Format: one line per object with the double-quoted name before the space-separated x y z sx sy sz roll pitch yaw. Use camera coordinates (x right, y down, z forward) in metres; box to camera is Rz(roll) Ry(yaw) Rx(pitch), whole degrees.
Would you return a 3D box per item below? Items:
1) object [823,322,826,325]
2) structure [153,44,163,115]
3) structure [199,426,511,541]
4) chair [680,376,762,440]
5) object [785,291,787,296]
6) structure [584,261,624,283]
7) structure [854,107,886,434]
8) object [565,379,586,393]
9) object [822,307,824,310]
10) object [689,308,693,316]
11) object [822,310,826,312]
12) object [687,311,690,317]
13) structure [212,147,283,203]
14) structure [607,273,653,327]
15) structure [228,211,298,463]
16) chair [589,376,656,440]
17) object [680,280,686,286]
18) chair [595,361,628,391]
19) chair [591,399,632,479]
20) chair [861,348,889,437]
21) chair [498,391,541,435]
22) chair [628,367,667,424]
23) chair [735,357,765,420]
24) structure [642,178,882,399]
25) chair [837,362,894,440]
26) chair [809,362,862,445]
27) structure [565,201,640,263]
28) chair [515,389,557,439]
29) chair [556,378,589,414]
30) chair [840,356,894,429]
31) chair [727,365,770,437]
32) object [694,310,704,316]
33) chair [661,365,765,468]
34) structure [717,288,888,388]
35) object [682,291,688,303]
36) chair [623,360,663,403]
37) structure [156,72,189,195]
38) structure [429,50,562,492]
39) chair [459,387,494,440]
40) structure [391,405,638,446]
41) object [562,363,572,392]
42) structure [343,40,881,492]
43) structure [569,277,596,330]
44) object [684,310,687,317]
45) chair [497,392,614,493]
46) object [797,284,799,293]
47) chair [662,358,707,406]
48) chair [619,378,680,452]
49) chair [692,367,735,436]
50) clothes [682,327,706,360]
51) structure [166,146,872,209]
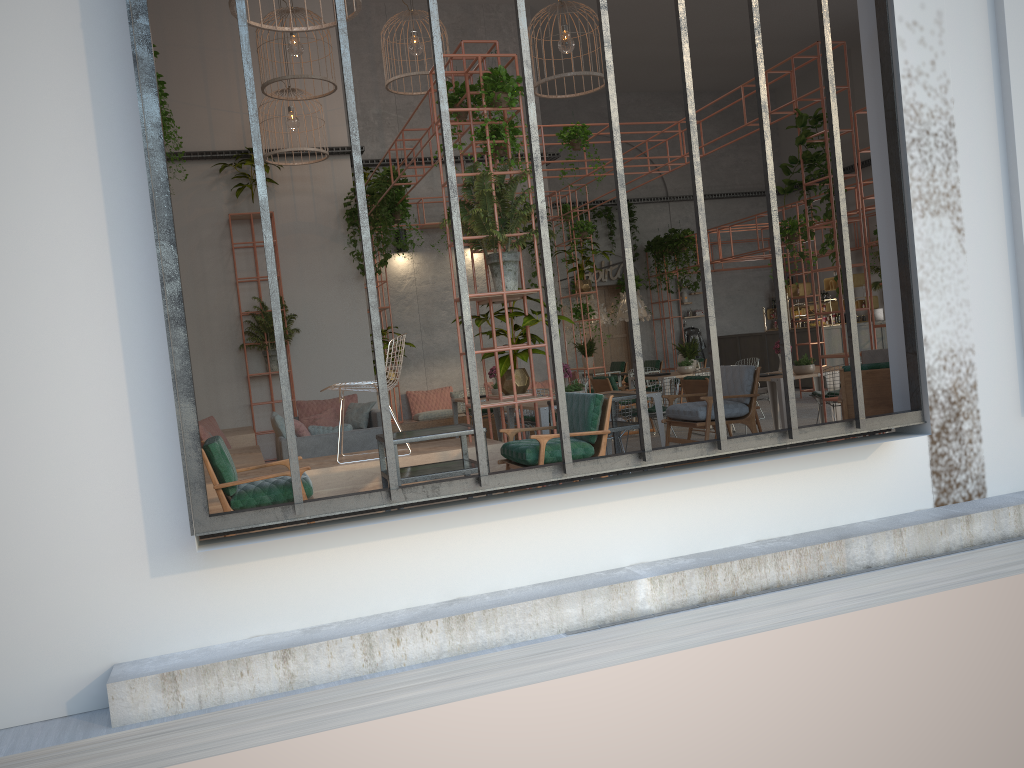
"object" 6.388 -1.257 18.286 0.240 0.104 0.073 -8 3 -36
"structure" -3.453 -2.815 7.950 0.587 0.972 0.605 -7 2 -19
"structure" -2.404 0.635 8.825 3.396 1.111 9.152 -7 2 -17
"chair" 2.465 0.335 10.484 0.685 0.917 0.722 -7 2 -17
"object" 6.742 -2.205 21.654 0.123 0.142 0.141 -7 2 -17
"structure" 2.172 -2.692 21.199 1.312 0.505 0.063 -7 2 -17
"structure" 4.186 -1.147 9.419 0.624 3.602 0.424 -7 2 -17
"object" 0.653 0.070 9.442 0.247 0.247 0.252 -7 2 -17
"object" 6.323 -1.532 18.192 0.142 0.087 0.094 -6 2 -10
"object" 4.395 -1.763 21.804 0.081 0.204 0.081 -7 2 -17
"object" 6.397 -1.512 18.236 0.152 0.058 0.095 -7 3 -27
"object" 4.320 -1.727 21.771 0.063 0.151 0.063 -7 3 -31
"structure" -3.726 -3.000 12.687 0.934 0.803 0.903 -4 3 44
"structure" 2.788 -2.134 21.496 0.950 1.527 0.921 -7 2 -19
"structure" -3.586 -0.663 12.896 0.624 3.596 0.424 -7 2 -17
"chair" 1.619 0.317 13.136 0.685 0.917 0.722 -7 2 -17
"object" 4.195 -2.463 21.724 0.133 0.145 0.133 -4 3 35
"chair" 2.226 -0.023 20.091 0.685 0.930 0.722 -7 2 -17
"chair" 0.938 0.553 9.001 0.565 0.941 0.717 -6 2 -1
"chair" 3.555 0.131 8.058 0.722 0.914 0.685 -5 3 23
"chair" 0.123 0.534 11.612 0.565 0.941 0.717 -6 2 -1
"chair" 2.241 0.203 14.216 0.565 0.941 0.717 -7 2 -16
"chair" 3.468 0.096 13.630 0.717 0.941 0.565 -7 2 -21
"structure" 7.196 -1.722 15.212 4.157 4.247 14.689 -7 2 -17
"chair" 2.740 0.286 6.339 0.722 0.917 0.685 -5 3 23
"chair" 3.648 0.232 9.793 0.565 0.941 0.717 -6 2 -1
"structure" 2.121 -3.525 21.065 1.939 1.514 0.856 -7 3 -23
"chair" 0.378 0.541 10.771 0.565 0.941 0.717 -7 2 -16
"chair" 0.790 0.415 12.796 0.717 0.941 0.565 -7 2 -21
"chair" 4.315 0.113 10.978 0.717 0.941 0.565 -7 2 -21
"chair" 3.087 0.220 11.564 0.565 0.941 0.717 -7 2 -16
"object" 4.603 -1.755 21.868 0.219 0.149 0.129 -7 2 -17
"chair" 1.763 0.325 7.803 0.685 0.929 0.722 -7 2 -17
"structure" 6.813 -1.066 20.026 2.579 2.022 4.057 -7 2 -17
"object" 4.231 -2.162 21.746 0.136 0.336 0.145 -6 2 -3
"chair" 2.742 -0.011 18.437 0.685 0.930 0.722 -7 2 -17
"structure" -3.733 -2.670 9.065 0.670 1.290 1.434 -7 2 -17
"structure" -0.025 -0.802 7.021 0.748 3.623 0.722 -7 2 -17
"chair" -0.437 0.522 13.382 0.565 0.941 0.717 -7 2 -16
"structure" -0.785 0.635 17.057 4.386 0.500 5.831 -7 2 -17
"object" 0.590 -0.037 10.162 0.213 0.414 0.225 -7 3 -25
"structure" -0.499 -1.434 14.480 4.501 4.345 14.096 -7 2 -18
"structure" 1.546 -2.005 21.065 0.921 1.527 0.950 -5 2 16
"object" 4.251 -1.726 21.772 0.055 0.164 0.092 -6 2 1
"chair" 0.309 0.547 6.130 0.685 0.929 0.722 -7 2 -17
"object" 6.908 -2.268 21.308 0.137 0.261 0.137 -5 2 19
"chair" 3.270 0.001 16.747 0.685 0.929 0.722 -7 2 -17
"chair" 1.605 0.434 10.186 0.717 0.941 0.565 -7 2 -21
"chair" 2.802 0.215 12.446 0.565 0.941 0.717 -6 2 -1
"clothes" 4.488 -0.908 21.823 0.625 0.997 0.366 -8 3 -37
"structure" 1.988 -3.972 13.274 15.603 0.110 15.203 -7 2 -17
